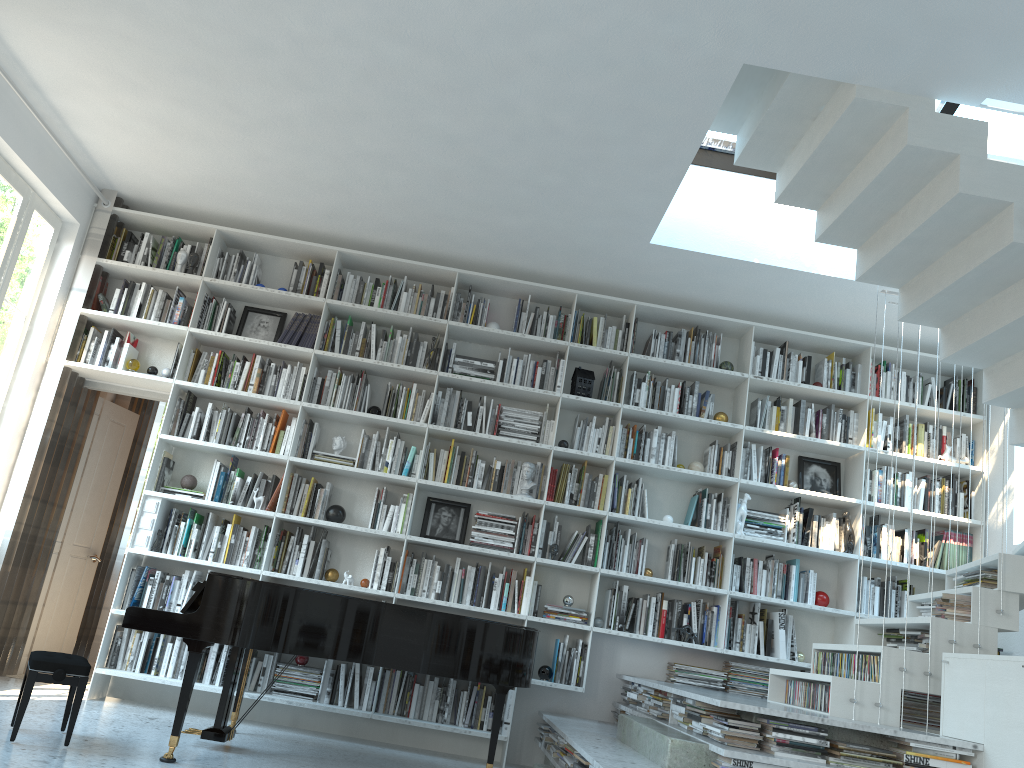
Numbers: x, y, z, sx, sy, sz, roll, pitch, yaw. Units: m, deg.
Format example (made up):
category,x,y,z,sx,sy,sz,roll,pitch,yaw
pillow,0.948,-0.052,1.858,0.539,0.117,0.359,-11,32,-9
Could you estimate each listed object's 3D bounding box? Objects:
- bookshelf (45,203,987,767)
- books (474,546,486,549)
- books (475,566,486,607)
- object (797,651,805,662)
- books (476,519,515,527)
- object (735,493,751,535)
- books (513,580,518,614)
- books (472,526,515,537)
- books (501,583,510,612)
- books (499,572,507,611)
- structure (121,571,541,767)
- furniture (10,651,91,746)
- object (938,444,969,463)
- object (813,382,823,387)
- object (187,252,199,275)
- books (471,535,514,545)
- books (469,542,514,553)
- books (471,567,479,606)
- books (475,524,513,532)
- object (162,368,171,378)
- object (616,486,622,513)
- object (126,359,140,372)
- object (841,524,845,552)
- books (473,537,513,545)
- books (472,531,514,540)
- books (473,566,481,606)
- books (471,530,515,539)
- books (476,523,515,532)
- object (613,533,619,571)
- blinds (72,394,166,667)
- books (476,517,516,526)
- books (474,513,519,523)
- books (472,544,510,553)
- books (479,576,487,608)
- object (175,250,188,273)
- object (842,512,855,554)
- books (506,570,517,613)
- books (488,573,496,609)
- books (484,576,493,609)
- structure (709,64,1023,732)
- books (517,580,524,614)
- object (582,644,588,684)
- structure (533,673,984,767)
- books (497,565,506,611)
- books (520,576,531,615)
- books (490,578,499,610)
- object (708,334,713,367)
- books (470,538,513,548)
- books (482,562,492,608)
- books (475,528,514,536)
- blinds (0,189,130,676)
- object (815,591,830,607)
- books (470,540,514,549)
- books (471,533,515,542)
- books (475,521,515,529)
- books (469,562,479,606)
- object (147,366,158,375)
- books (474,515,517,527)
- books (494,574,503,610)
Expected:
category,x,y,z,sx,sy,sz,roll,pitch,yaw
bookshelf,-0.018,0.848,5.877,6.297,3.132,0.331,10,-15,-1
books,-0.142,1.106,5.860,0.254,0.012,0.161,11,-16,-5
books,-0.210,1.326,5.787,0.028,0.263,0.162,10,-15,-1
object,1.886,1.793,5.821,0.071,0.072,0.072,-7,-22,45
books,-0.113,0.936,5.910,0.254,0.012,0.161,11,-16,-4
object,1.524,0.865,5.876,0.087,0.287,0.075,0,-18,32
books,0.023,1.392,5.783,0.042,0.211,0.169,10,-16,-1
books,-0.120,0.981,5.892,0.285,0.012,0.160,9,-16,3
books,-0.048,1.394,5.777,0.023,0.182,0.169,10,-16,-1
books,-0.062,1.362,5.809,0.014,0.255,0.145,10,-15,-1
structure,-0.842,1.517,4.541,1.918,0.830,1.338,10,-16,-1
furniture,-2.061,1.386,3.958,0.240,0.352,0.468,17,-17,-25
object,3.042,0.496,6.118,0.203,0.136,0.095,6,-16,14
object,2.142,0.021,6.218,0.071,0.072,0.072,-7,-22,45
object,-2.191,-0.809,6.073,0.067,0.197,0.068,-3,-20,39
books,-0.131,1.041,5.888,0.285,0.012,0.160,10,-16,-1
books,-0.138,1.083,5.864,0.285,0.012,0.160,11,-16,-6
books,-0.242,1.332,5.802,0.011,0.251,0.159,10,-15,-1
books,-0.119,0.971,5.900,0.254,0.012,0.161,9,-16,1
object,-2.326,-0.072,5.981,0.071,0.072,0.071,16,-17,-23
object,0.711,0.804,6.005,0.013,0.207,0.140,10,-15,-1
object,-2.541,-0.126,5.950,0.087,0.087,0.087,-7,-22,45
object,2.229,1.069,6.037,0.022,0.211,0.179,10,-16,-1
books,-0.132,1.049,5.874,0.254,0.012,0.161,11,-16,-6
books,-0.127,1.017,5.890,0.285,0.012,0.160,9,-16,0
books,-0.230,1.326,5.793,0.010,0.260,0.182,10,-15,-1
books,-0.125,1.004,5.886,0.285,0.012,0.160,9,-16,3
books,-0.117,0.959,5.903,0.254,0.012,0.161,11,-16,-4
object,0.682,1.134,5.933,0.007,0.265,0.135,10,-15,-1
blinds,-3.125,0.616,7.137,0.140,3.221,0.778,10,-15,-1
books,-0.111,0.924,5.911,0.254,0.012,0.161,11,-16,-5
books,-0.107,0.900,5.915,0.285,0.012,0.160,11,-16,-6
books,-0.141,1.096,5.868,0.254,0.012,0.161,9,-16,0
books,-0.192,1.364,5.794,0.021,0.202,0.128,10,-15,-1
object,-2.271,-0.823,6.071,0.067,0.197,0.068,-3,-20,39
object,2.243,0.998,5.913,0.087,0.287,0.075,0,-18,32
books,-0.007,1.361,5.801,0.026,0.271,0.175,10,-15,-1
books,-0.136,1.357,5.798,0.014,0.234,0.154,10,-15,-1
books,-0.157,1.364,5.783,0.024,0.206,0.183,10,-16,-1
structure,2.017,0.269,4.367,2.614,3.371,1.960,10,-15,-1
books,0.049,1.395,5.786,0.011,0.216,0.166,10,-16,-1
object,0.455,1.791,5.640,0.011,0.259,0.142,10,-15,-1
structure,1.582,1.953,4.286,2.899,0.657,3.122,10,-16,-1
books,-0.072,1.340,5.807,0.014,0.293,0.138,10,-15,-1
books,0.085,1.385,5.785,0.033,0.245,0.176,10,-16,-1
books,-0.120,1.372,5.783,0.023,0.204,0.168,10,-16,-1
object,1.396,-0.194,6.323,0.006,0.297,0.130,10,-15,-1
books,-0.134,1.060,5.870,0.285,0.012,0.160,9,-16,3
books,-0.168,1.319,5.797,0.012,0.295,0.178,10,-15,-1
books,-0.122,0.993,5.890,0.254,0.012,0.161,11,-16,-6
blinds,-3.042,0.301,6.000,0.140,3.221,0.778,10,-15,-1
object,2.053,1.438,5.904,0.115,0.116,0.115,16,-17,-23
books,-0.137,1.074,5.876,0.285,0.012,0.160,10,-16,-2
books,-0.129,1.029,5.889,0.285,0.012,0.160,10,-16,0
books,-0.115,0.947,5.905,0.254,0.012,0.161,11,-16,-5
books,-0.252,1.315,5.812,0.014,0.285,0.135,10,-15,-1
object,-2.432,-0.085,5.998,0.071,0.072,0.071,16,-17,-23
books,-0.109,0.913,5.918,0.285,0.012,0.160,9,-16,0
books,-0.094,1.362,5.787,0.023,0.234,0.175,10,-16,-1
